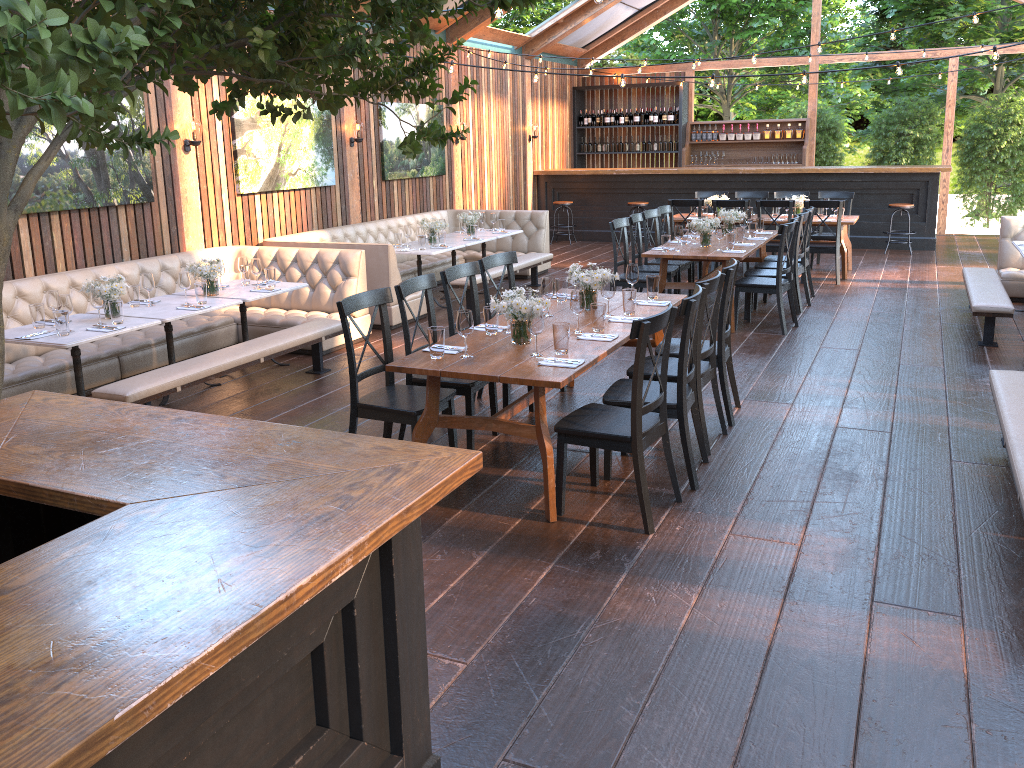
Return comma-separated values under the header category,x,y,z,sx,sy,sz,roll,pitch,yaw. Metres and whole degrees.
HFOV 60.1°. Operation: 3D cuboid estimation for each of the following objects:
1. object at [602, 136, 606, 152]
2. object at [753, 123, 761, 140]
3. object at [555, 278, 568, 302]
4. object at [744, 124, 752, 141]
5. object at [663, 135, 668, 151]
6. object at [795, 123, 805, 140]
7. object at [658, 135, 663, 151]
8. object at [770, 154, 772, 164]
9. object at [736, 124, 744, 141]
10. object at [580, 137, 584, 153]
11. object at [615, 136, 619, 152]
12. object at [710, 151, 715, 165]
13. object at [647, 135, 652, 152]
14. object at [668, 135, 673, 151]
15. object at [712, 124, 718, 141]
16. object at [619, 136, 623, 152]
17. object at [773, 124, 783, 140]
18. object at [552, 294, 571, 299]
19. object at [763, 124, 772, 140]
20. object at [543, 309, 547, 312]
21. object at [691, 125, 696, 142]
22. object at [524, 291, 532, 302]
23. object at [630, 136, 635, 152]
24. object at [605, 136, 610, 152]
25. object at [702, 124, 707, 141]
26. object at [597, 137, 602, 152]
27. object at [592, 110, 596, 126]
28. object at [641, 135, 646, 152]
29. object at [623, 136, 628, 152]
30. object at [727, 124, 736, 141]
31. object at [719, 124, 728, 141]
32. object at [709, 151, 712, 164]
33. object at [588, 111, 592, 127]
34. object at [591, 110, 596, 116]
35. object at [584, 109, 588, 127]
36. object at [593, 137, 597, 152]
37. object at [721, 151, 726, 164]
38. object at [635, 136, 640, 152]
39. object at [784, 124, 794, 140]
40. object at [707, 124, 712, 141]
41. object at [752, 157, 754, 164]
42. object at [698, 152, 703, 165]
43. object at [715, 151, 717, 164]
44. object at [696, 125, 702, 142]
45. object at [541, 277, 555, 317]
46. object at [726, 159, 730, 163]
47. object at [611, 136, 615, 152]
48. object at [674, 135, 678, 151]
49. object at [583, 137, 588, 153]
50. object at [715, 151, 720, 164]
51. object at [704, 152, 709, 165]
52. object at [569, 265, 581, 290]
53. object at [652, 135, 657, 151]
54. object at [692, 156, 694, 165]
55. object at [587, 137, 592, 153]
category,x,y,z,sx,sy,sz,roll,pitch,yaw
object,1.835,-4.779,17.647,0.094,0.304,0.095,-4,12,-11
object,4.599,-4.733,16.611,0.138,0.307,0.140,6,14,29
object,0.341,-0.644,6.067,0.092,0.156,0.093,-8,15,-28
object,4.447,-4.742,16.658,0.138,0.307,0.140,3,13,19
object,2.963,-4.648,17.073,0.094,0.304,0.095,3,13,20
object,5.300,-4.652,16.304,0.176,0.284,0.110,6,14,29
object,2.881,-4.665,17.141,0.095,0.304,0.095,-13,17,-43
object,4.811,-4.159,16.356,0.073,0.178,0.074,-2,12,-1
object,4.313,-4.757,16.726,0.138,0.307,0.140,6,14,29
object,1.410,-4.823,17.843,0.094,0.304,0.096,1,12,11
object,2.083,-4.745,17.500,0.095,0.304,0.095,-11,16,-38
object,3.833,-4.326,16.934,0.092,0.241,0.093,-1,12,0
object,2.665,-4.674,17.194,0.094,0.304,0.096,-4,12,-10
object,3.053,-4.635,17.019,0.094,0.304,0.095,4,14,25
object,3.893,-4.807,16.927,0.094,0.314,0.095,7,15,34
object,2.146,-4.727,17.429,0.094,0.304,0.095,4,14,25
object,4.957,-4.689,16.465,0.176,0.284,0.110,6,14,29
object,0.367,-0.626,6.258,0.255,0.018,0.159,6,17,24
object,4.770,-4.701,16.526,0.176,0.284,0.111,3,13,20
object,0.122,-0.476,5.737,0.255,0.018,0.159,6,17,24
object,3.524,-4.849,17.108,0.094,0.314,0.096,4,13,24
object,0.080,-0.498,5.563,0.092,0.156,0.093,-3,13,-8
object,2.357,-4.714,17.365,0.094,0.304,0.095,4,13,24
object,1.895,-4.756,17.556,0.095,0.304,0.095,-13,17,-43
object,3.713,-4.831,17.027,0.094,0.314,0.096,3,13,20
object,1.749,-4.784,17.670,0.094,0.304,0.095,4,13,22
object,1.619,-5.264,17.534,0.077,0.305,0.078,-1,12,3
object,2.575,-4.694,17.273,0.095,0.304,0.095,-11,15,-37
object,2.236,-4.713,17.370,0.094,0.304,0.096,0,12,6
object,4.170,-4.773,16.796,0.138,0.307,0.140,4,14,24
object,4.029,-4.789,16.865,0.138,0.307,0.140,6,14,29
object,3.843,-4.354,17.033,0.093,0.241,0.093,11,17,43
object,1.547,-5.276,17.589,0.077,0.303,0.078,9,16,40
object,1.614,-5.304,17.676,0.136,0.311,0.138,-4,13,-13
object,1.480,-5.304,17.648,0.087,0.330,0.089,0,12,5
object,1.663,-4.793,17.711,0.095,0.304,0.095,-11,15,-37
object,4.021,-4.307,16.847,0.092,0.241,0.093,-1,12,0
object,2.460,-4.699,17.299,0.094,0.304,0.095,4,13,22
object,5.116,-4.661,16.350,0.176,0.284,0.111,3,13,20
object,3.790,-4.813,16.955,0.094,0.314,0.096,3,13,20
object,4.576,-4.219,16.692,0.097,0.132,0.098,1,13,11
object,3.630,-4.347,17.025,0.093,0.241,0.093,11,17,43
object,3.934,-4.346,16.998,0.092,0.241,0.093,-1,12,0
object,3.607,-4.832,17.041,0.094,0.314,0.095,9,16,39
object,0.226,-0.547,5.562,0.092,0.241,0.093,-7,13,-22
object,4.147,-4.253,16.917,0.124,0.095,0.125,9,17,35
object,2.002,-4.757,17.552,0.094,0.304,0.095,3,13,20
object,3.161,-4.635,17.008,0.095,0.304,0.095,-11,16,-38
object,1.472,-4.798,17.748,0.095,0.304,0.095,6,14,29
object,3.921,-4.314,16.883,0.092,0.241,0.093,-1,12,0
object,3.730,-4.334,16.973,0.093,0.241,0.093,11,17,43
object,0.435,-0.694,6.081,0.093,0.241,0.093,-11,16,-39
object,2.774,-4.671,17.172,0.094,0.304,0.095,-4,12,-11
object,3.473,-4.308,17.009,0.070,0.183,0.070,5,14,29
object,1.558,-4.792,17.718,0.094,0.304,0.096,-4,12,-10
